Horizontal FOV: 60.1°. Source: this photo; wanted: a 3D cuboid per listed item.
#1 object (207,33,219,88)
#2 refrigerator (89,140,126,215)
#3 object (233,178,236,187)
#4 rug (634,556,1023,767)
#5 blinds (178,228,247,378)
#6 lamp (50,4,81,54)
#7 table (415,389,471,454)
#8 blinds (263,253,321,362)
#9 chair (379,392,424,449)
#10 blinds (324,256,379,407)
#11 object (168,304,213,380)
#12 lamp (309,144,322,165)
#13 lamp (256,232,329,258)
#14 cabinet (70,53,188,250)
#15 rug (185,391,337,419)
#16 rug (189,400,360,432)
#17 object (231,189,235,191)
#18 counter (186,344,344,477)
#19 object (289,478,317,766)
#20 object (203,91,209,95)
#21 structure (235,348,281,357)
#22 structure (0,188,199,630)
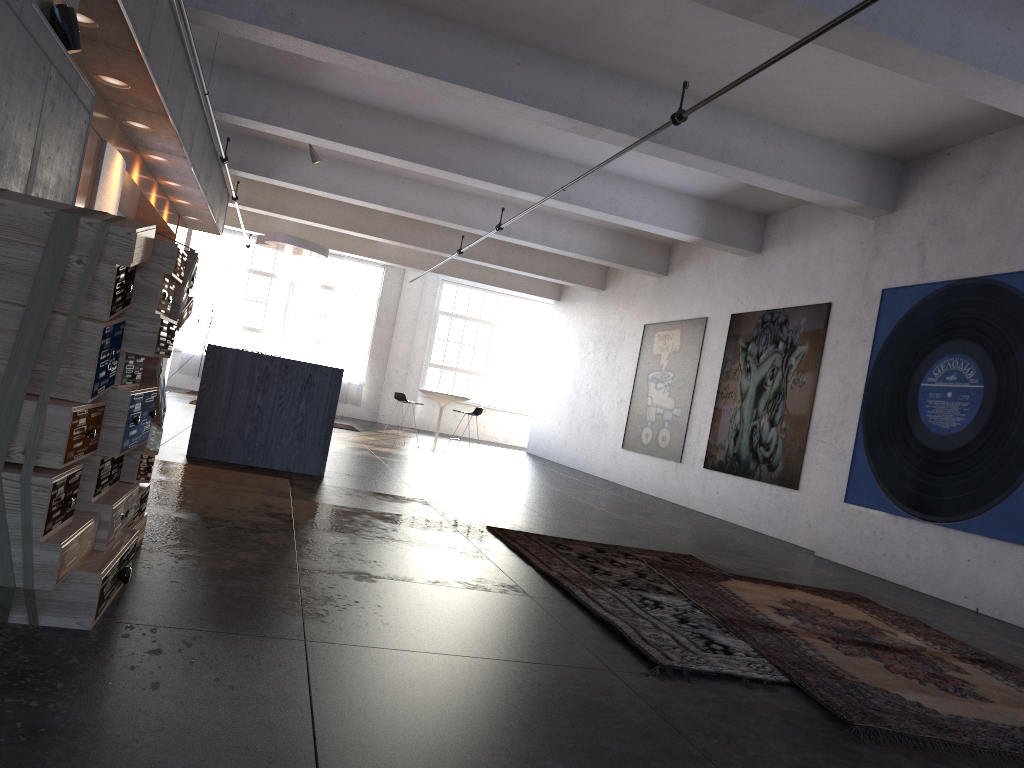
[{"bbox_3d":[-4.780,-0.840,10.157,0.050,0.053,0.065,10,-1,22],"label":"object"},{"bbox_3d":[-3.697,-0.935,7.645,0.223,2.190,0.943,11,-1,-18],"label":"refrigerator"},{"bbox_3d":[-4.751,-0.872,10.188,0.057,0.060,0.053,10,-1,7],"label":"object"},{"bbox_3d":[1.841,1.346,4.613,1.886,0.048,3.505,11,-2,-6],"label":"rug"},{"bbox_3d":[-6.715,-1.930,20.188,1.045,3.674,0.356,11,-1,-17],"label":"blinds"},{"bbox_3d":[-2.170,-1.693,4.245,0.216,0.258,0.167,11,-1,-34],"label":"lamp"},{"bbox_3d":[-1.198,0.625,14.568,0.838,0.951,0.819,11,-1,-16],"label":"table"},{"bbox_3d":[-5.095,-1.626,20.682,1.051,3.696,0.334,11,-1,-20],"label":"blinds"},{"bbox_3d":[-1.727,0.603,14.075,0.516,0.895,0.453,11,-1,-39],"label":"chair"},{"bbox_3d":[-3.794,-1.378,21.092,1.043,3.750,0.337,11,-1,-19],"label":"blinds"},{"bbox_3d":[-6.477,-0.733,18.235,1.195,1.919,1.043,11,-1,-16],"label":"object"},{"bbox_3d":[-2.655,-3.102,11.924,0.226,0.287,0.129,11,-1,-32],"label":"lamp"},{"bbox_3d":[-3.406,-2.108,13.372,1.058,0.130,1.028,10,-2,30],"label":"lamp"},{"bbox_3d":[-5.261,-1.278,9.203,2.408,2.562,8.009,11,-2,-15],"label":"cabinet"},{"bbox_3d":[-5.501,0.452,19.590,3.170,0.009,1.792,11,-2,-17],"label":"rug"},{"bbox_3d":[-4.274,0.567,16.148,2.921,0.029,1.832,11,-2,-16],"label":"rug"},{"bbox_3d":[-4.810,-0.513,3.642,0.953,1.214,13.135,11,-2,-4],"label":"object"},{"bbox_3d":[-2.941,0.182,10.782,1.156,0.971,6.576,11,-2,-15],"label":"counter"},{"bbox_3d":[-3.199,0.677,7.600,19.989,0.001,26.875,11,-2,-15],"label":"object"},{"bbox_3d":[-4.825,-0.844,10.188,0.052,0.053,0.062,11,-1,-9],"label":"object"},{"bbox_3d":[-2.817,-0.322,9.835,0.518,0.072,0.632,11,-2,-16],"label":"structure"},{"bbox_3d":[-1.580,0.031,3.250,0.646,1.315,1.890,11,-1,-15],"label":"structure"}]
